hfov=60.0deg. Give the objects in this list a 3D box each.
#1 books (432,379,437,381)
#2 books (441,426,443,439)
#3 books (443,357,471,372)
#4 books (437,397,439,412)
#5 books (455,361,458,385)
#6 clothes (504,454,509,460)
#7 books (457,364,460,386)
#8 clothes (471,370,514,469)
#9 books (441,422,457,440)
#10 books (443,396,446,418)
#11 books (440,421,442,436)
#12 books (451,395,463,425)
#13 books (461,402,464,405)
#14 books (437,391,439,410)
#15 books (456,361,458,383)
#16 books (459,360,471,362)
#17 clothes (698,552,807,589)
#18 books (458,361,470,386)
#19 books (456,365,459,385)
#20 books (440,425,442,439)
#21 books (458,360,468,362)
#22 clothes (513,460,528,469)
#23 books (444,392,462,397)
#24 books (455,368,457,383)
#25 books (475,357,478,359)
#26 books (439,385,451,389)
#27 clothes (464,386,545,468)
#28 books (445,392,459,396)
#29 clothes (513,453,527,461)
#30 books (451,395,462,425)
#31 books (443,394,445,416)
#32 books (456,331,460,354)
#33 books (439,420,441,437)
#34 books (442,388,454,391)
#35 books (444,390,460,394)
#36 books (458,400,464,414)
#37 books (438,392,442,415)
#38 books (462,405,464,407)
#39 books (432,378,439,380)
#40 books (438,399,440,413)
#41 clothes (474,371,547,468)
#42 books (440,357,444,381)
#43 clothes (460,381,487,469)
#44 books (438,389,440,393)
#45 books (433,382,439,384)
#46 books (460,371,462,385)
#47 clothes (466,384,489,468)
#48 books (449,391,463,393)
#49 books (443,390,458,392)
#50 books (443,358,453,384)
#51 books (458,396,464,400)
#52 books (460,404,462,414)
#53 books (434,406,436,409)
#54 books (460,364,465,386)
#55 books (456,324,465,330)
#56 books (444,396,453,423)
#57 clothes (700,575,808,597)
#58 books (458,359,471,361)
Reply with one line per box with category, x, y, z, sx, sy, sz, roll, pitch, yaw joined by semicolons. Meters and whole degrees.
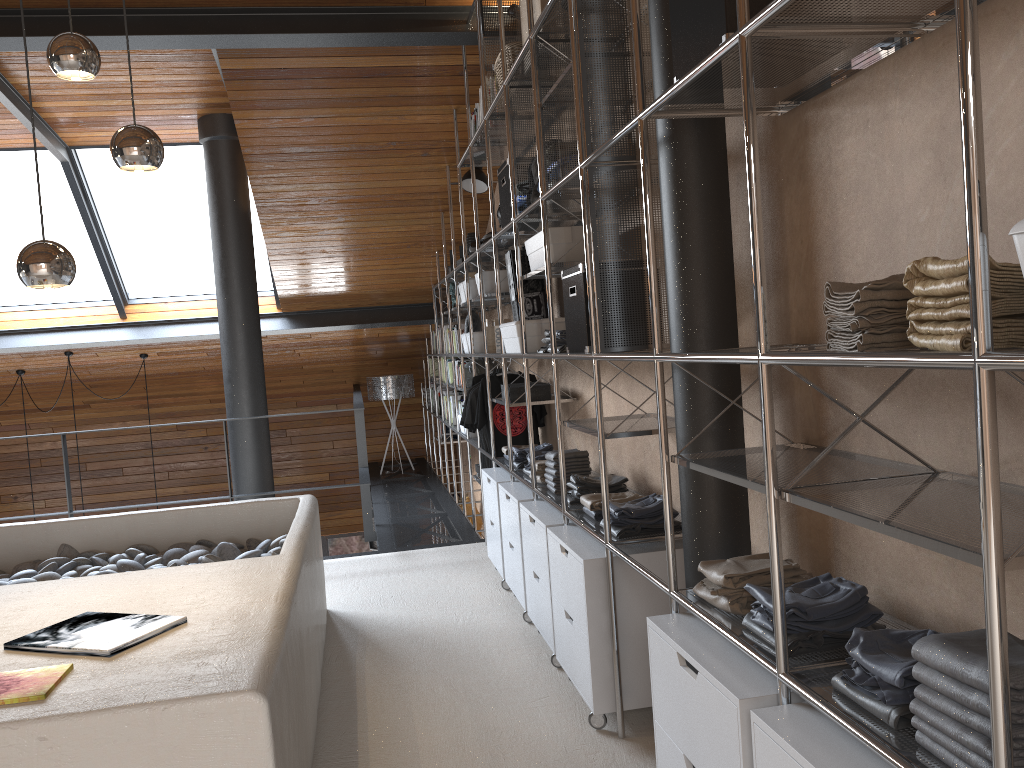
books;-0.698;-0.044;8.966;0.216;0.021;0.174;-5;3;-10
books;-0.614;0.425;8.555;0.133;0.218;0.051;-5;3;-10
books;-0.467;-0.120;7.486;0.138;0.212;1.040;-5;3;-10
books;-0.673;0.157;8.824;0.148;0.234;0.013;-5;3;-10
books;-0.366;-0.091;6.943;0.148;0.190;0.013;-5;3;-10
clothes;0.079;0.384;4.829;0.248;0.043;0.190;-4;3;-1
books;-0.336;-0.073;6.790;0.148;0.167;0.053;-5;3;-10
clothes;-0.064;0.262;5.433;0.424;0.689;0.090;-5;3;-11
books;-0.602;0.438;8.484;0.138;0.191;0.049;-5;3;-10
books;-0.550;0.203;8.022;0.127;0.200;0.046;-5;3;-10
books;-0.613;0.420;8.604;0.155;0.215;0.055;-5;3;-10
books;-0.409;0.211;7.192;0.148;0.233;0.053;-5;3;-10
books;-0.287;0.232;6.843;0.191;0.205;0.055;-5;3;-10
books;-0.652;0.157;8.800;0.169;0.232;0.018;-5;3;-10
books;-0.359;-0.091;6.931;0.148;0.190;0.013;-5;3;-10
books;-0.336;-0.087;6.831;0.129;0.188;0.010;-5;3;-10
clothes;0.552;0.421;2.025;0.212;0.047;0.187;-5;3;-9
books;-0.339;-0.082;6.747;0.129;0.186;0.050;-5;3;-10
books;-0.357;-0.076;6.916;0.143;0.161;0.019;-5;3;-10
books;-0.643;0.440;8.644;0.112;0.177;0.009;-5;3;-10
books;-0.341;-0.089;6.866;0.148;0.190;0.013;-5;3;-10
clothes;0.125;0.393;4.570;0.243;0.045;0.208;-5;3;-10
books;-0.519;0.192;7.969;0.161;0.222;0.055;-5;3;-10
books;-0.382;-0.082;7.027;0.130;0.169;0.010;-5;3;-10
books;-0.355;-0.106;7.099;0.192;0.204;0.012;-5;3;-10
books;-0.636;0.144;8.667;0.143;0.268;0.020;-5;3;-10
clothes;-0.041;0.248;5.205;0.488;0.586;0.074;-5;3;-17
books;-0.527;0.193;7.893;0.122;0.230;0.057;-5;3;-10
clothes;0.106;0.369;4.563;0.215;0.047;0.191;-5;3;-10
books;-0.418;0.209;7.240;0.148;0.233;0.053;-5;3;-10
books;-0.578;0.193;8.233;0.148;0.206;0.053;-5;3;-10
books;-0.351;-0.316;6.638;0.112;0.169;0.068;-5;3;-10
books;-0.648;0.430;8.651;0.111;0.198;0.008;-5;3;-10
books;-0.605;0.166;8.391;0.131;0.247;0.018;-5;3;-10
books;-0.540;0.180;8.143;0.148;0.233;0.053;-5;3;-10
books;-0.353;0.232;7.008;0.136;0.210;0.273;-5;3;-10
books;-0.621;0.183;8.371;0.137;0.215;0.014;-5;3;-10
books;-0.296;0.245;6.788;0.160;0.187;0.060;-5;3;-10
books;-0.698;-0.062;8.966;0.228;0.016;0.182;-5;3;-10
books;-0.641;0.164;8.622;0.148;0.234;0.013;-5;3;-10
clothes;0.001;0.274;5.071;0.424;0.689;0.090;-5;3;-11
books;-0.591;-0.141;8.104;0.130;0.216;0.311;-5;3;-10
clothes;-0.074;0.242;5.389;0.488;0.586;0.074;-5;3;-17
books;-0.634;0.164;8.610;0.148;0.234;0.013;-5;3;-10
books;-0.673;-0.021;8.955;0.234;0.028;0.180;-5;3;-10
books;-0.326;-0.062;6.733;0.131;0.147;0.045;-5;3;-10
clothes;-0.022;0.244;5.275;0.488;0.586;0.074;-5;3;-17
books;-0.503;0.179;8.114;0.148;0.233;0.053;-5;3;-10
books;-0.549;0.179;8.191;0.148;0.233;0.053;-5;3;-10
books;-0.482;-0.113;7.461;0.139;0.208;0.494;-5;3;-10
books;-0.372;0.210;7.163;0.148;0.233;0.053;-5;3;-10
books;-0.323;0.242;6.879;0.148;0.189;0.053;-5;3;-10
books;-0.675;0.226;8.962;0.239;0.021;0.174;-4;3;-4
books;-0.322;-0.070;6.718;0.129;0.165;0.056;-5;3;-10
books;-0.320;-0.354;6.669;0.177;0.209;0.082;-5;3;-10
books;-0.489;0.212;7.646;0.139;0.211;0.467;-5;3;-10
clothes;0.549;0.448;2.014;0.229;0.052;0.199;-4;3;-7
books;-0.343;-0.093;6.898;0.146;0.195;0.023;-5;3;-10
